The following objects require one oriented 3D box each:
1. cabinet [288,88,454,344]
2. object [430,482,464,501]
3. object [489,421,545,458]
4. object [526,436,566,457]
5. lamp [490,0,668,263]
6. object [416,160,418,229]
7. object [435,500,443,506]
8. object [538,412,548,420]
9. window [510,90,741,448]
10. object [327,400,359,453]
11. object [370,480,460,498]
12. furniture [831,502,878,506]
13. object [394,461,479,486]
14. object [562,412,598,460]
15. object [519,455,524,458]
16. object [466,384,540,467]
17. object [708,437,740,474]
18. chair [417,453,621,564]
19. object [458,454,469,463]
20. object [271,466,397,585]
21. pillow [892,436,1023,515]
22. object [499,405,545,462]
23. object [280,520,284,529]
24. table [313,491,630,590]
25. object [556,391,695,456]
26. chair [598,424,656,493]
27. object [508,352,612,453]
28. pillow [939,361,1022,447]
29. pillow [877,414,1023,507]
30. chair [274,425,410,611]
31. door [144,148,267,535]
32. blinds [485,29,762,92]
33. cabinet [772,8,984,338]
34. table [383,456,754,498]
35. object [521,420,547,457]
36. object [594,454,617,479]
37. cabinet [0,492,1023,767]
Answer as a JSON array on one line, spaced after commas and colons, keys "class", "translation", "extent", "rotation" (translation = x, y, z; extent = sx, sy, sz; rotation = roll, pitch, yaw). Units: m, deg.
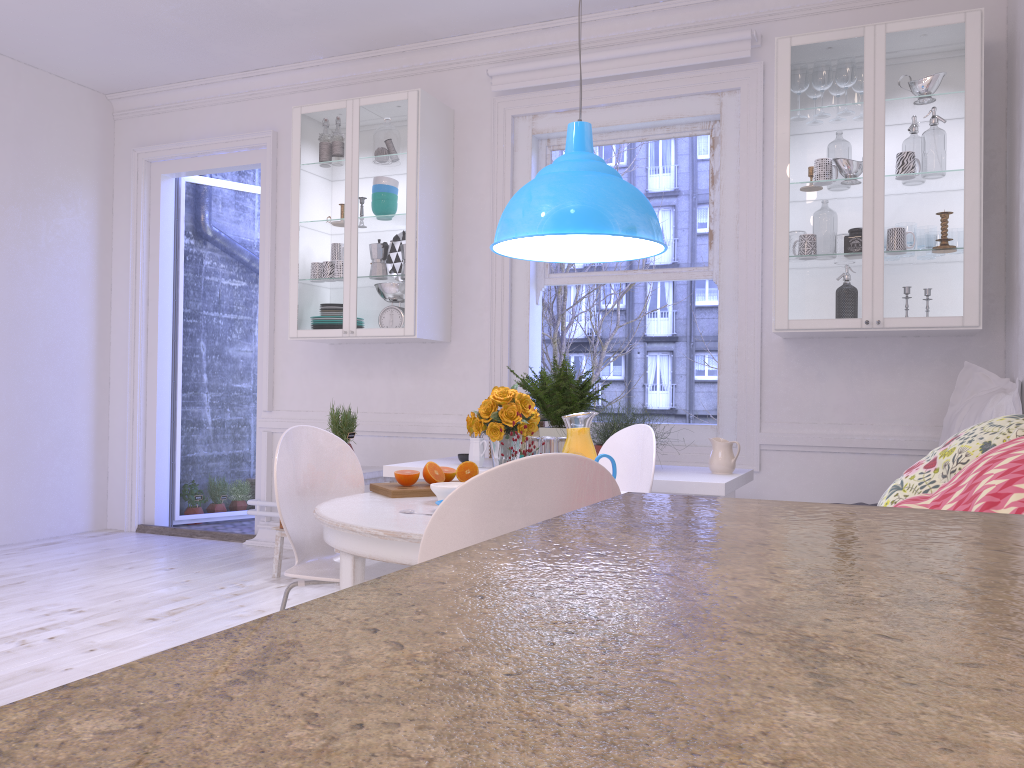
[{"class": "cabinet", "translation": [-0.797, -0.897, 4.968], "extent": [0.823, 1.311, 0.425], "rotation": [0, -1, 23]}, {"class": "object", "translation": [-0.164, 0.317, 2.569], "extent": [0.147, 0.052, 0.147], "rotation": [1, -1, -24]}, {"class": "object", "translation": [0.025, 0.263, 4.493], "extent": [0.294, 0.237, 0.028], "rotation": [0, -1, 23]}, {"class": "object", "translation": [0.111, 0.256, 2.717], "extent": [0.122, 0.186, 0.101], "rotation": [1, -1, -37]}, {"class": "lamp", "translation": [0.225, -1.402, 2.861], "extent": [0.568, 1.948, 0.568], "rotation": [1, -1, -32]}, {"class": "object", "translation": [-0.789, -0.896, 4.988], "extent": [0.811, 0.651, 0.376], "rotation": [0, -1, 23]}, {"class": "object", "translation": [-0.108, 0.330, 2.381], "extent": [0.196, 0.023, 0.196], "rotation": [1, -1, 11]}, {"class": "object", "translation": [0.127, 0.150, 4.346], "extent": [0.163, 0.047, 0.164], "rotation": [1, -1, -17]}, {"class": "window", "translation": [0.600, -0.577, 4.725], "extent": [1.234, 1.782, 0.181], "rotation": [0, -1, 23]}, {"class": "object", "translation": [-0.898, 0.253, 4.720], "extent": [0.186, 0.367, 0.196], "rotation": [1, -1, -22]}, {"class": "object", "translation": [-0.254, 0.334, 2.829], "extent": [0.347, 0.024, 0.224], "rotation": [1, -1, -27]}, {"class": "furniture", "translation": [1.050, 0.732, 2.364], "extent": [0.769, 0.508, 3.296], "rotation": [0, -1, 23]}, {"class": "object", "translation": [-0.252, 0.285, 2.856], "extent": [0.285, 0.075, 0.129], "rotation": [1, -1, -30]}, {"class": "object", "translation": [0.198, 0.216, 2.652], "extent": [0.116, 0.267, 0.094], "rotation": [1, -1, -40]}, {"class": "object", "translation": [0.013, 0.345, 3.962], "extent": [0.121, 0.055, 0.121], "rotation": [1, -1, -26]}, {"class": "object", "translation": [-0.024, 0.173, 2.786], "extent": [0.234, 0.351, 0.235], "rotation": [1, -1, -12]}, {"class": "object", "translation": [0.906, 0.307, 3.796], "extent": [0.127, 0.152, 0.115], "rotation": [1, -1, 6]}, {"class": "chair", "translation": [-0.055, 0.542, 1.735], "extent": [0.604, 0.845, 0.483], "rotation": [1, -1, -32]}, {"class": "object", "translation": [-0.211, 0.348, 4.093], "extent": [0.079, 0.048, 0.082], "rotation": [1, -1, -17]}, {"class": "object", "translation": [-0.911, 0.722, 4.693], "extent": [0.418, 0.534, 0.599], "rotation": [0, -1, 23]}, {"class": "pillow", "translation": [0.932, 0.293, 1.712], "extent": [0.491, 0.424, 0.587], "rotation": [0, -1, 26]}, {"class": "object", "translation": [0.032, 0.202, 2.513], "extent": [0.128, 0.287, 0.128], "rotation": [0, -1, 25]}, {"class": "object", "translation": [-0.978, 0.678, 4.498], "extent": [0.358, 0.110, 0.211], "rotation": [0, -1, 26]}, {"class": "table", "translation": [0.020, 0.660, 2.497], "extent": [1.140, 0.629, 1.140], "rotation": [1, -1, -38]}, {"class": "object", "translation": [0.502, 0.214, 3.939], "extent": [0.531, 0.367, 0.668], "rotation": [1, -1, -42]}, {"class": "chair", "translation": [0.251, 0.564, 3.157], "extent": [0.483, 0.845, 0.604], "rotation": [1, -1, -21]}, {"class": "object", "translation": [0.213, 0.115, 4.171], "extent": [0.438, 0.527, 0.368], "rotation": [0, -1, 24]}, {"class": "pillow", "translation": [1.879, 0.220, 3.609], "extent": [0.374, 0.642, 0.677], "rotation": [1, -1, -6]}, {"class": "pillow", "translation": [1.207, 0.301, 2.339], "extent": [0.509, 0.447, 0.592], "rotation": [0, -1, 28]}, {"class": "chair", "translation": [-0.427, 0.548, 2.588], "extent": [0.483, 0.845, 0.604], "rotation": [0, -1, 23]}, {"class": "door", "translation": [-1.780, -0.243, 6.222], "extent": [1.009, 2.474, 1.021], "rotation": [0, -1, 23]}, {"class": "blinds", "translation": [0.530, -1.649, 4.571], "extent": [1.451, 0.131, 0.136], "rotation": [0, -1, 23]}, {"class": "cabinet", "translation": [1.606, -0.878, 3.926], "extent": [0.823, 1.311, 0.425], "rotation": [0, -1, 23]}, {"class": "table", "translation": [0.258, 0.687, 4.007], "extent": [1.514, 0.619, 0.736], "rotation": [0, -1, 23]}, {"class": "object", "translation": [0.125, 0.276, 4.333], "extent": [0.159, 0.208, 0.185], "rotation": [0, -1, 23]}, {"class": "object", "translation": [0.195, 0.271, 2.471], "extent": [0.156, 0.151, 0.150], "rotation": [0, -1, 27]}, {"class": "cabinet", "translation": [0.210, 0.528, 0.324], "extent": [0.654, 0.842, 1.036], "rotation": [0, -1, 23]}]
